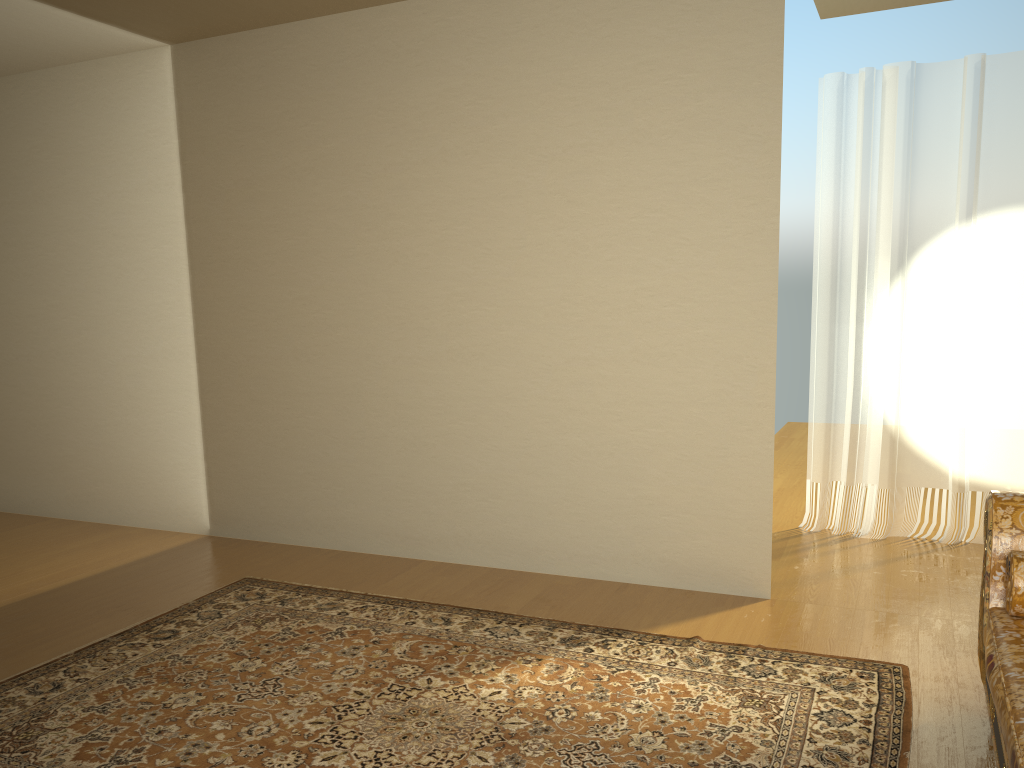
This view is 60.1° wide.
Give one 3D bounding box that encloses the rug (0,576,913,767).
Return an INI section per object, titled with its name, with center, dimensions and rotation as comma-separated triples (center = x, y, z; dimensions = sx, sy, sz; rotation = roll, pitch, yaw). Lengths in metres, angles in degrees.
[rug]
center = -0.380, 1.093, 2.896
dimensions = 3.075, 0.017, 2.100
rotation = 1, 6, 25

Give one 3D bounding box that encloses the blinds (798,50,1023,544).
[blinds]
center = 2.586, -0.379, 4.458
dimensions = 2.163, 2.532, 0.162
rotation = 2, 10, 26

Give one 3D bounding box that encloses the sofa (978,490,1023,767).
[sofa]
center = 1.437, 0.710, 1.924
dimensions = 0.693, 0.879, 1.878
rotation = 2, 7, 25
